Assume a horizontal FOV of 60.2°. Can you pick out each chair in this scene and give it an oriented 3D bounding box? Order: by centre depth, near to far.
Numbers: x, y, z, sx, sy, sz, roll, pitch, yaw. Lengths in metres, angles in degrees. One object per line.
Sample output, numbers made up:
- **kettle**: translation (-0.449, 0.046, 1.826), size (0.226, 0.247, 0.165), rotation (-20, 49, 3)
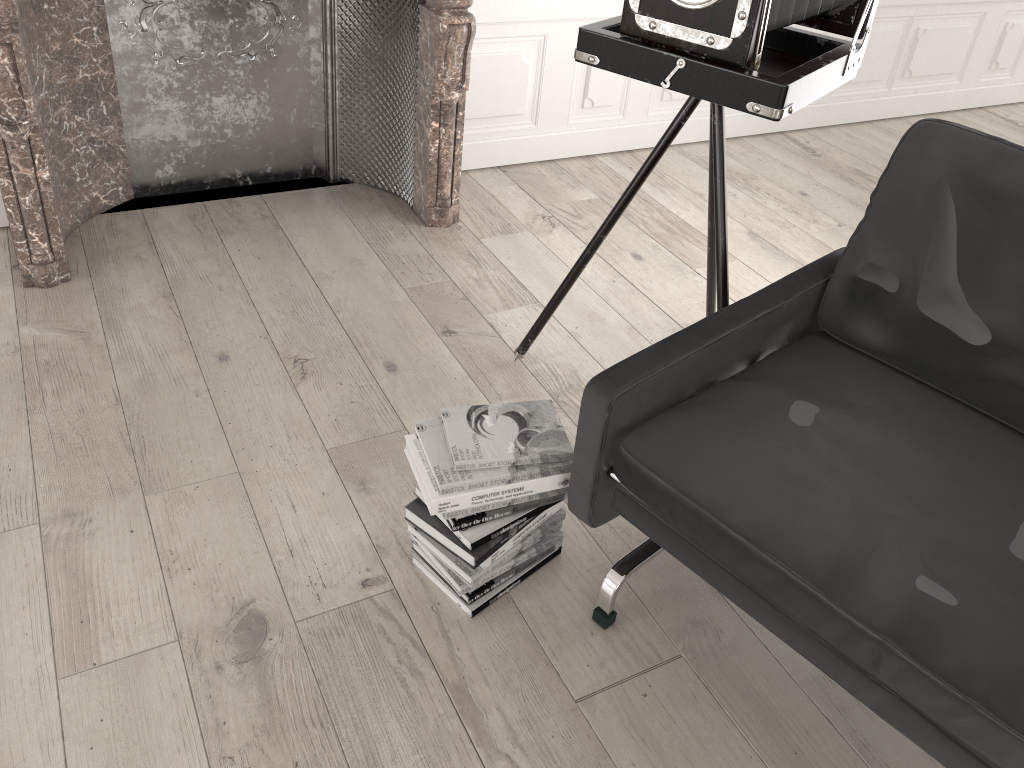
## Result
- **chair**: translation (0.828, 0.123, 1.688), size (1.104, 0.929, 0.994), rotation (-25, 45, -37)

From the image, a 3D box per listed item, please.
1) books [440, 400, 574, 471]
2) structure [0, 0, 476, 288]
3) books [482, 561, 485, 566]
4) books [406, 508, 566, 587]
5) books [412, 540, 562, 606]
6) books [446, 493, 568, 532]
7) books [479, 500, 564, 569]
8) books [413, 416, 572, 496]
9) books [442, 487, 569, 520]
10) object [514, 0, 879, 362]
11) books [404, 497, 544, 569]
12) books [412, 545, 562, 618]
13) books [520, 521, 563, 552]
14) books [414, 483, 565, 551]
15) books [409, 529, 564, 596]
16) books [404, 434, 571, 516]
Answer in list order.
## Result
- **books**: translation (-0.014, 0.102, 1.816), size (0.243, 0.021, 0.178), rotation (-4, 37, -14)
- **structure**: translation (-0.927, -1.108, 2.926), size (1.555, 1.203, 0.679), rotation (-13, 39, -26)
- **books**: translation (-0.043, 0.268, 1.930), size (0.197, 0.029, 0.257), rotation (30, 42, 30)
- **books**: translation (-0.054, 0.300, 1.936), size (0.209, 0.025, 0.295), rotation (32, 43, 32)
- **books**: translation (-0.054, 0.356, 1.973), size (0.278, 0.024, 0.203), rotation (-24, 45, -36)
- **books**: translation (-0.037, 0.200, 1.869), size (0.276, 0.024, 0.205), rotation (-12, 39, -24)
- **books**: translation (-0.043, 0.268, 1.930), size (0.202, 0.033, 0.264), rotation (30, 42, 30)
- **books**: translation (-0.037, 0.127, 1.818), size (0.290, 0.025, 0.212), rotation (-8, 38, -19)
- **books**: translation (-0.038, 0.179, 1.856), size (0.281, 0.024, 0.205), rotation (-9, 38, -20)
- **object**: translation (0.521, -0.645, 2.256), size (0.722, 1.467, 0.669), rotation (27, 39, 28)
- **books**: translation (-0.053, 0.249, 1.895), size (0.202, 0.033, 0.306), rotation (29, 41, 29)
- **books**: translation (-0.055, 0.381, 1.982), size (0.282, 0.024, 0.203), rotation (-27, 47, -38)
- **books**: translation (-0.035, 0.311, 1.957), size (0.246, 0.021, 0.176), rotation (-23, 44, -34)
- **books**: translation (-0.037, 0.225, 1.878), size (0.281, 0.024, 0.203), rotation (-23, 44, -34)
- **books**: translation (-0.056, 0.335, 1.960), size (0.284, 0.024, 0.203), rotation (-21, 43, -33)
- **books**: translation (-0.046, 0.158, 1.828), size (0.311, 0.040, 0.205), rotation (-9, 38, -20)
